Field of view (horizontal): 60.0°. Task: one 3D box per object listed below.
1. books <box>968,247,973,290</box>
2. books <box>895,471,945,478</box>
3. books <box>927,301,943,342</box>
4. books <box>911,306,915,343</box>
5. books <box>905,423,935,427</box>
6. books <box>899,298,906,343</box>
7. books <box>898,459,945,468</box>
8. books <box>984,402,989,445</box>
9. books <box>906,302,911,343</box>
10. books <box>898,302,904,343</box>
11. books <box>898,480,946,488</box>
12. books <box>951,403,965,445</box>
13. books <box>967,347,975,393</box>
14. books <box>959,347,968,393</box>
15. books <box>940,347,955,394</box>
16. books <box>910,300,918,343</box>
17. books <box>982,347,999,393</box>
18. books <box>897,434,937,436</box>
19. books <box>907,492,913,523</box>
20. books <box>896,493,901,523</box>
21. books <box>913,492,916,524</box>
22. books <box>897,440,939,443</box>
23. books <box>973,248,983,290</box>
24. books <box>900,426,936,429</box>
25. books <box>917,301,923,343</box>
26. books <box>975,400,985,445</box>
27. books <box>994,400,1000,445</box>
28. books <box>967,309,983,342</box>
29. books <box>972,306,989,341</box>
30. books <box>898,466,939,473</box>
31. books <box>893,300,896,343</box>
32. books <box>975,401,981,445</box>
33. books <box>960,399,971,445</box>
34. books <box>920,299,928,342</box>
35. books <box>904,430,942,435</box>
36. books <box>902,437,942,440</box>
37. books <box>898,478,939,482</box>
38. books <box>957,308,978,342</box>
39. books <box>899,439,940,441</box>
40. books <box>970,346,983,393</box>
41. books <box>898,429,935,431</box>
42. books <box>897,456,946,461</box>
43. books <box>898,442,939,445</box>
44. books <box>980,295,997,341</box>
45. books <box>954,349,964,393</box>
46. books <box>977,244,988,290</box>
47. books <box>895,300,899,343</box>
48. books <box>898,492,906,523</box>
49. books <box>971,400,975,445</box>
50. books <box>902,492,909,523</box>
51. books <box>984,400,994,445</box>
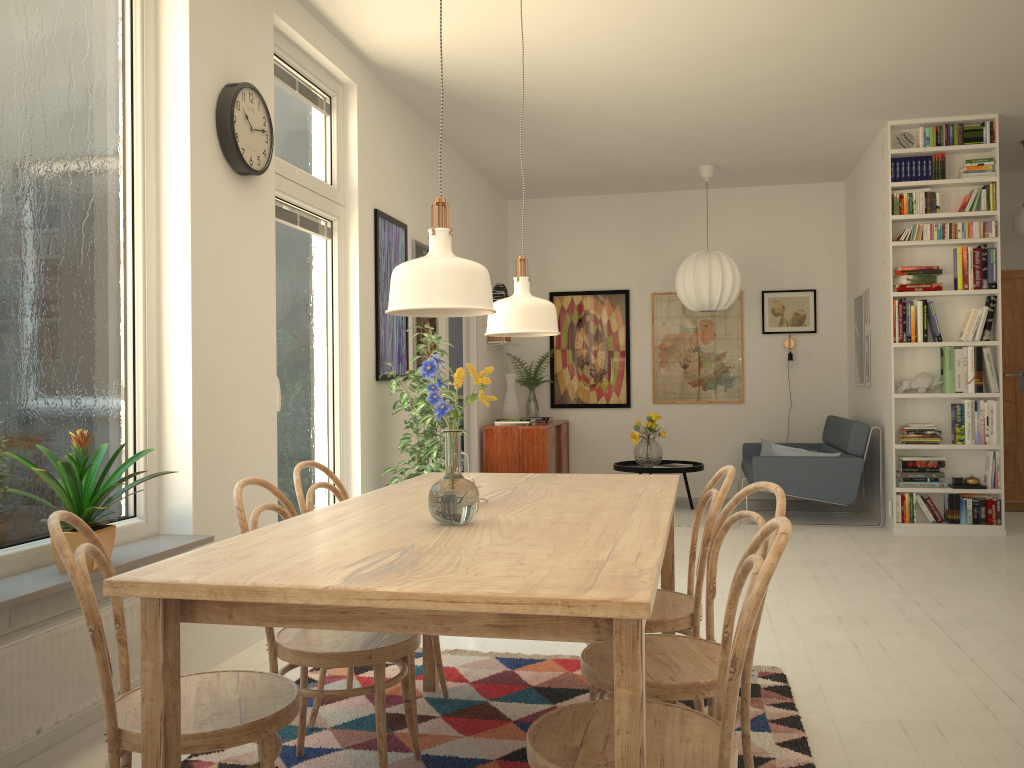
[{"bbox_3d":[3.201,-0.799,6.238,0.029,0.301,0.185,-1,0,12],"label":"books"},{"bbox_3d":[2.882,0.640,6.286,0.297,0.039,0.165,-1,0,7],"label":"books"},{"bbox_3d":[2.971,-0.434,6.276,0.093,0.288,0.200,-1,0,12],"label":"books"},{"bbox_3d":[2.827,-0.417,6.300,0.024,0.260,0.199,-1,0,12],"label":"books"},{"bbox_3d":[2.883,0.291,6.272,0.166,0.019,0.127,-1,0,5],"label":"books"},{"bbox_3d":[2.778,-0.447,6.319,0.021,0.317,0.179,-1,0,12],"label":"books"},{"bbox_3d":[2.894,0.561,6.286,0.285,0.047,0.185,-1,0,12],"label":"books"},{"bbox_3d":[3.289,0.273,6.200,0.022,0.291,0.208,-1,0,12],"label":"books"},{"bbox_3d":[2.802,-0.433,6.312,0.030,0.289,0.200,-1,0,12],"label":"books"},{"bbox_3d":[2.752,-0.433,6.324,0.032,0.291,0.203,-1,0,12],"label":"books"},{"bbox_3d":[2.901,0.706,6.297,0.297,0.038,0.204,-1,0,17],"label":"books"},{"bbox_3d":[3.130,0.279,6.243,0.057,0.284,0.200,-1,0,12],"label":"books"},{"bbox_3d":[3.196,-0.097,6.236,0.037,0.324,0.240,-1,0,12],"label":"books"},{"bbox_3d":[3.168,-0.096,6.256,0.023,0.321,0.235,-1,0,12],"label":"books"},{"bbox_3d":[3.060,-0.097,6.256,0.056,0.328,0.228,-1,0,12],"label":"books"},{"bbox_3d":[2.852,-0.438,6.312,0.020,0.304,0.193,-1,0,12],"label":"books"},{"bbox_3d":[3.320,-0.095,6.211,0.099,0.316,0.229,-1,0,12],"label":"books"},{"bbox_3d":[2.864,0.360,6.273,0.238,0.012,0.120,-1,0,7],"label":"books"},{"bbox_3d":[2.822,0.869,6.305,0.021,0.215,0.174,-1,0,12],"label":"books"},{"bbox_3d":[2.733,0.880,6.318,0.039,0.199,0.185,-1,0,12],"label":"books"},{"bbox_3d":[2.834,0.869,6.287,0.010,0.215,0.193,-1,0,12],"label":"books"},{"bbox_3d":[2.865,0.406,6.275,0.246,0.014,0.173,-1,0,11],"label":"books"},{"bbox_3d":[3.242,-0.795,6.223,0.059,0.291,0.182,-1,0,12],"label":"books"},{"bbox_3d":[2.876,0.309,6.294,0.212,0.017,0.165,-1,0,10],"label":"books"},{"bbox_3d":[2.875,-0.435,6.292,0.032,0.291,0.189,-1,0,12],"label":"books"},{"bbox_3d":[3.268,0.266,6.219,0.025,0.305,0.213,-1,0,12],"label":"books"},{"bbox_3d":[3.358,0.267,6.206,0.039,0.303,0.229,-1,0,12],"label":"books"},{"bbox_3d":[3.223,-0.408,6.208,0.105,0.225,0.138,-1,0,12],"label":"books"},{"bbox_3d":[3.271,-0.415,6.221,0.092,0.244,0.196,-1,0,12],"label":"books"},{"bbox_3d":[2.876,0.604,6.288,0.247,0.039,0.143,-1,0,9],"label":"books"},{"bbox_3d":[2.713,-0.438,6.346,0.021,0.301,0.222,-1,0,12],"label":"books"},{"bbox_3d":[3.232,0.271,6.194,0.035,0.304,0.150,-1,0,12],"label":"books"},{"bbox_3d":[3.178,0.264,6.244,0.037,0.312,0.241,-1,0,12],"label":"books"},{"bbox_3d":[2.906,-0.442,6.278,0.033,0.306,0.150,-1,0,12],"label":"books"},{"bbox_3d":[2.905,0.341,6.286,0.235,0.025,0.163,-1,0,19],"label":"books"},{"bbox_3d":[2.907,0.381,6.302,0.255,0.014,0.197,-1,0,22],"label":"books"},{"bbox_3d":[2.877,0.672,6.303,0.241,0.024,0.168,-1,0,7],"label":"books"},{"bbox_3d":[3.187,-0.410,6.209,0.115,0.232,0.133,-1,0,12],"label":"books"},{"bbox_3d":[2.878,0.393,6.281,0.248,0.009,0.171,-1,0,15],"label":"books"},{"bbox_3d":[3.242,-0.100,6.221,0.056,0.327,0.202,-1,0,12],"label":"books"},{"bbox_3d":[2.861,0.323,6.288,0.221,0.010,0.169,-1,0,15],"label":"books"},{"bbox_3d":[2.900,0.524,6.300,0.297,0.024,0.162,-1,0,3],"label":"books"},{"bbox_3d":[2.871,0.418,6.277,0.247,0.009,0.170,-1,0,15],"label":"books"},{"bbox_3d":[3.320,-0.454,6.204,0.092,0.319,0.179,-1,0,12],"label":"books"},{"bbox_3d":[3.121,-0.087,6.247,0.065,0.311,0.199,-1,0,12],"label":"books"},{"bbox_3d":[3.287,-0.808,6.213,0.039,0.317,0.161,-1,0,12],"label":"books"},{"bbox_3d":[2.730,-0.438,6.337,0.015,0.301,0.207,-1,0,12],"label":"books"},{"bbox_3d":[2.765,0.875,6.307,0.026,0.206,0.187,-1,0,12],"label":"books"},{"bbox_3d":[3.210,0.264,6.240,0.027,0.311,0.228,-1,0,12],"label":"books"},{"bbox_3d":[2.787,0.872,6.298,0.020,0.211,0.184,-1,0,12],"label":"books"},{"bbox_3d":[3.316,0.266,6.183,0.037,0.308,0.161,-1,0,12],"label":"books"}]
